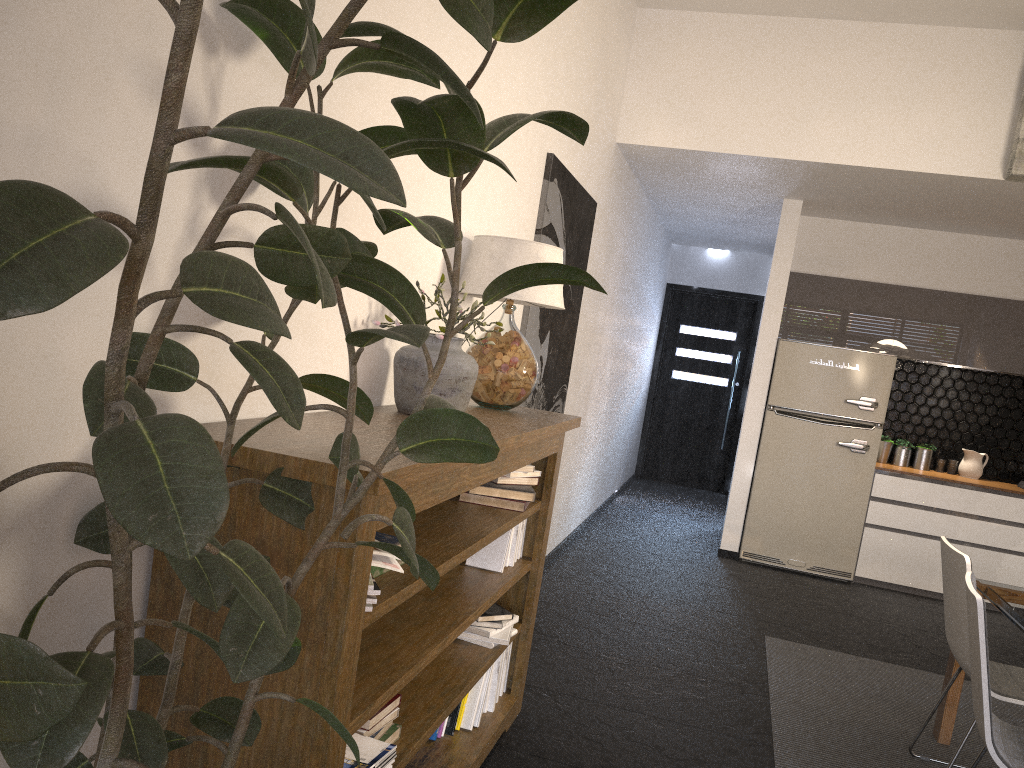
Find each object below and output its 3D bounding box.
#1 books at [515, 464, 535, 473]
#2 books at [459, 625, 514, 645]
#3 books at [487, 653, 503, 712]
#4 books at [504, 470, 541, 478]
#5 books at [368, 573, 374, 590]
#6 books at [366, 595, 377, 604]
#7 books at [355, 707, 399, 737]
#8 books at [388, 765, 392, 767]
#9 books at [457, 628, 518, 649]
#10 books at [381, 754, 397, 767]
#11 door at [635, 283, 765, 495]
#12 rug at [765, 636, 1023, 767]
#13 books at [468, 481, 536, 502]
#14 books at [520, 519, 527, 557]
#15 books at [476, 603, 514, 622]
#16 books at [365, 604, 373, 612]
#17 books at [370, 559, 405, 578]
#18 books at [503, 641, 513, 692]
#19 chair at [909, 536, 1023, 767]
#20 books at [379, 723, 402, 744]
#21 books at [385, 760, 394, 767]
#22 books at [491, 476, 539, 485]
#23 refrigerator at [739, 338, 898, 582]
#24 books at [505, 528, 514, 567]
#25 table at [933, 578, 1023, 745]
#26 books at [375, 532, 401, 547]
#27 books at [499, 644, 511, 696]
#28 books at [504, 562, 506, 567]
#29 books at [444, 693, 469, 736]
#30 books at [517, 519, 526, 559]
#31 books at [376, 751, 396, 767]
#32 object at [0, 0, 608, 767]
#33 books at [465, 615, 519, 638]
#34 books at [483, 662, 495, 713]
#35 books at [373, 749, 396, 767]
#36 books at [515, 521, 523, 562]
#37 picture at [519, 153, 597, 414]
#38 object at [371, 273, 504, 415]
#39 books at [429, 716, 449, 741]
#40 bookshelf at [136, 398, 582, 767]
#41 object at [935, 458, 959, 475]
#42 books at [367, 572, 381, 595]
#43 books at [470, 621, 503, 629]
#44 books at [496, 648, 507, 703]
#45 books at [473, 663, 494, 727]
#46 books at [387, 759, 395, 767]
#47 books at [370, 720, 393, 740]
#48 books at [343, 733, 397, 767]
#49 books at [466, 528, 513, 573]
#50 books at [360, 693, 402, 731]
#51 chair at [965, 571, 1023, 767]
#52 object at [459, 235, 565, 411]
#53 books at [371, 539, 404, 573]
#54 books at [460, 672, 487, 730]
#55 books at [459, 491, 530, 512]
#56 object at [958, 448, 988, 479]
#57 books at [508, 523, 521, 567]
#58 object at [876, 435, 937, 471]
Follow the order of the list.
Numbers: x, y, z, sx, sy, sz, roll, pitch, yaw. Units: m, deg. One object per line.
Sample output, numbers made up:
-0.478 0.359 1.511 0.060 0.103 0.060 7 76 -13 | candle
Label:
-0.054 0.280 3.206 0.175 0.024 0.241 7 4 -31 | books
-0.086 0.866 3.150 0.174 0.019 0.243 9 3 4 | books
-0.131 1.048 3.205 0.175 0.244 0.023 10 6 14 | books
-0.042 0.303 3.224 0.242 0.019 0.175 11 4 39 | books
-0.436 0.378 1.898 0.253 0.011 0.316 8 3 -14 | books
-0.436 0.410 1.912 0.253 0.011 0.316 8 3 -16 | books
-0.434 0.823 2.236 0.242 0.024 0.175 10 3 21 | books
-0.429 0.870 1.957 0.218 0.008 0.288 10 3 20 | books
-0.092 0.886 3.147 0.154 0.021 0.205 10 3 24 | books
-0.420 0.854 1.961 0.218 0.008 0.304 10 3 18 | books
2.148 0.063 10.221 1.105 2.328 0.160 10 6 14 | door
2.071 1.616 2.856 2.365 0.006 3.677 10 3 14 | rug
2.518 -2.698 4.260 5.405 6.746 0.357 5 7 -35 | books
-0.015 0.551 3.345 0.135 0.190 0.031 10 6 14 | books
-0.115 0.793 3.143 0.147 0.023 0.219 7 4 -35 | books
-0.434 0.422 1.903 0.253 0.011 0.316 8 3 -12 | books
-0.371 0.410 2.110 0.179 0.034 0.242 10 3 17 | books
-0.092 1.044 3.387 0.174 0.245 0.040 10 6 14 | books
1.834 1.095 3.261 0.600 0.924 0.473 10 6 14 | chair
-0.427 0.878 2.233 0.242 0.034 0.179 10 3 16 | books
-0.423 0.860 1.959 0.218 0.008 0.288 10 3 18 | books
-0.038 0.328 3.227 0.179 0.029 0.223 7 4 -34 | books
2.321 0.568 6.832 0.827 1.721 0.767 10 6 14 | refrigerator
-0.060 0.568 3.191 0.120 0.160 0.016 10 6 14 | books
2.133 1.268 2.833 0.995 0.718 1.795 10 4 14 | table
-0.363 0.382 2.097 0.166 0.024 0.227 10 3 18 | books
-0.102 1.044 3.357 0.175 0.244 0.023 10 6 14 | books
-0.078 0.551 3.174 0.135 0.190 0.018 10 6 14 | books
-0.231 1.076 3.017 0.146 0.184 0.147 10 5 17 | books
-0.023 0.551 3.322 0.135 0.190 0.018 10 6 14 | books
-0.421 0.846 1.961 0.218 0.008 0.304 10 3 18 | books
-0.248 -0.255 0.988 0.908 3.217 1.999 8 5 -8 | object
-0.104 0.841 3.151 0.174 0.024 0.243 10 3 24 | books
-0.149 1.065 3.188 0.154 0.206 0.020 10 6 14 | books
-0.424 0.838 1.961 0.218 0.008 0.304 10 3 19 | books
-0.035 0.552 3.269 0.135 0.190 0.015 10 6 14 | books
0.176 -0.051 4.703 0.033 2.039 1.229 10 6 14 | picture
-0.213 -0.112 2.529 0.386 0.414 0.273 8 5 -8 | object
-0.289 1.045 2.958 0.171 0.228 0.164 10 5 14 | books
-0.283 0.682 2.545 0.450 1.178 1.914 10 4 14 | bookshelf
3.381 0.639 6.896 0.160 0.111 0.077 10 5 19 | object
-0.439 0.398 1.928 0.253 0.011 0.316 8 3 -19 | books
-0.117 0.816 3.138 0.155 0.022 0.204 8 3 -6 | books
-0.118 1.045 3.289 0.174 0.245 0.019 10 6 14 | books
-0.171 1.051 3.091 0.174 0.236 0.100 10 6 14 | books
-0.426 0.864 1.964 0.218 0.006 0.304 10 3 19 | books
-0.432 0.848 2.226 0.227 0.024 0.166 9 3 12 | books
-0.421 0.830 1.961 0.218 0.013 0.304 10 3 19 | books
-0.076 0.557 3.115 0.135 0.183 0.077 10 6 14 | books
-0.419 0.798 2.235 0.224 0.029 0.179 10 3 17 | books
1.558 1.090 2.574 0.599 0.924 0.474 11 6 24 | chair
-0.020 -0.202 3.112 0.390 0.585 0.387 7 5 -17 | object
-0.433 0.341 1.950 0.273 0.109 0.320 6 5 -41 | books
-0.185 1.071 3.055 0.154 0.195 0.104 10 6 14 | books
-0.051 0.399 3.171 0.230 0.034 0.285 9 3 7 | books
3.549 0.618 6.816 0.189 0.216 0.171 11 6 27 | object
-0.045 0.554 3.204 0.135 0.190 0.018 10 6 14 | books
3.059 0.533 6.934 0.481 0.222 0.172 9 5 11 | object
